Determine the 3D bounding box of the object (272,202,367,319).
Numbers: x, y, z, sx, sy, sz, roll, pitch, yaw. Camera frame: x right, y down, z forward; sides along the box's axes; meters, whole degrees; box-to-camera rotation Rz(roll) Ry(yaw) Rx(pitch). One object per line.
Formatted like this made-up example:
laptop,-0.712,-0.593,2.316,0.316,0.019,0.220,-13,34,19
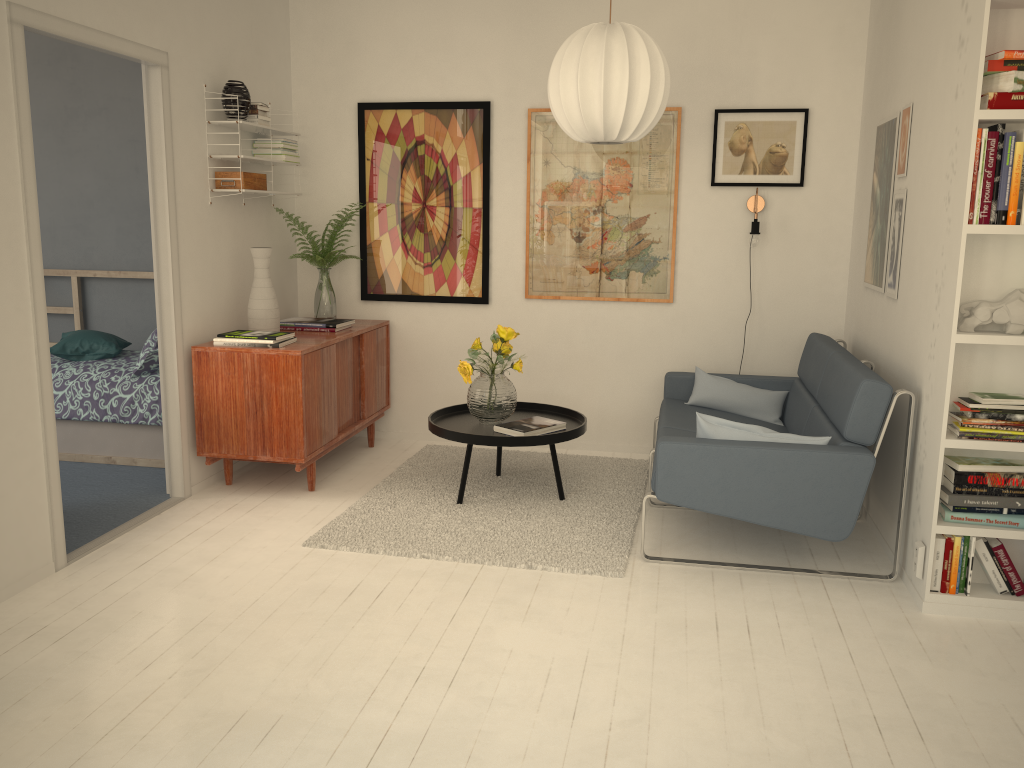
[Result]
object,-1.054,-0.696,5.072,0.476,0.685,0.398,3,11,12

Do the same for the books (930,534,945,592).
books,1.493,0.615,3.168,0.039,0.199,0.185,3,11,10

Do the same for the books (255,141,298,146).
books,-1.270,-1.297,4.788,0.153,0.013,0.198,3,11,13

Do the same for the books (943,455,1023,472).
books,1.669,0.272,3.089,0.297,0.024,0.162,1,11,2

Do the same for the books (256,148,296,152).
books,-1.275,-1.265,4.802,0.147,0.012,0.195,2,11,8

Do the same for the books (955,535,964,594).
books,1.566,0.612,3.159,0.012,0.206,0.194,3,11,10

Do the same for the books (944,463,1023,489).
books,1.662,0.311,3.082,0.285,0.047,0.185,3,11,10

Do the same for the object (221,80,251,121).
object,-1.338,-1.372,4.304,0.139,0.200,0.139,-7,13,-35

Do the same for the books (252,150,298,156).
books,-1.278,-1.246,4.789,0.168,0.021,0.198,3,11,13

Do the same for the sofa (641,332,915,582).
sofa,1.121,0.220,4.057,0.964,0.772,1.605,3,11,10

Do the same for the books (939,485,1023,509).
books,1.648,0.388,3.097,0.297,0.039,0.165,2,11,6

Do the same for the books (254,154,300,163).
books,-1.271,-1.219,4.801,0.179,0.037,0.190,3,11,10

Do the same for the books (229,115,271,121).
books,-1.319,-1.341,4.474,0.158,0.019,0.132,3,11,12

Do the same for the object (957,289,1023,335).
object,1.658,-0.244,2.951,0.311,0.150,0.137,4,11,18

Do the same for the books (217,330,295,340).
books,-1.221,-0.234,4.238,0.311,0.015,0.192,3,11,14

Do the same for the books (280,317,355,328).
books,-1.078,-0.335,4.839,0.368,0.020,0.255,3,11,13

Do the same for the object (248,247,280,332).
object,-1.262,-0.466,4.491,0.158,0.445,0.160,-8,13,-39

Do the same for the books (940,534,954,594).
books,1.525,0.613,3.158,0.026,0.206,0.187,3,11,10

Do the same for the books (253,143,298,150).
books,-1.274,-1.279,4.784,0.173,0.023,0.190,3,11,10

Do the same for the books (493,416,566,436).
books,0.086,0.202,4.167,0.200,0.031,0.289,11,15,44

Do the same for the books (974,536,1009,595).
books,1.667,0.620,3.130,0.135,0.200,0.134,3,11,10

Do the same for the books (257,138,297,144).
books,-1.264,-1.310,4.782,0.147,0.016,0.195,2,11,8

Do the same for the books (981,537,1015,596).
books,1.696,0.626,3.118,0.118,0.192,0.118,3,11,10

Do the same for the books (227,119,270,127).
books,-1.328,-1.317,4.478,0.159,0.028,0.147,2,11,7

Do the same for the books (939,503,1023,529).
books,1.666,0.451,3.120,0.297,0.038,0.204,4,11,15

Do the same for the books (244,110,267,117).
books,-1.330,-1.361,4.466,0.155,0.024,0.136,1,11,3

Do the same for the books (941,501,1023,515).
books,1.643,0.416,3.119,0.241,0.024,0.168,2,11,6

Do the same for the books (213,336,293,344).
books,-1.232,-0.220,4.243,0.296,0.015,0.240,3,11,10

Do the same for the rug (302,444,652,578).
rug,-0.040,0.546,4.300,1.304,0.012,1.663,3,11,12

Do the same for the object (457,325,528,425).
object,-0.103,-0.046,4.282,0.361,0.470,0.291,-8,14,-40

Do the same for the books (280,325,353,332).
books,-1.093,-0.314,4.839,0.371,0.022,0.259,3,11,10

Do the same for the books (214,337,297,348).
books,-1.223,-0.203,4.245,0.320,0.020,0.237,2,11,7

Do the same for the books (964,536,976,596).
books,1.596,0.612,3.139,0.010,0.215,0.194,3,11,10

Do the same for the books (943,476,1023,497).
books,1.644,0.353,3.091,0.247,0.039,0.143,2,11,7

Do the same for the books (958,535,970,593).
books,1.583,0.608,3.156,0.021,0.215,0.174,3,11,10

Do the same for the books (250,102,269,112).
books,-1.319,-1.389,4.453,0.178,0.036,0.145,1,11,4

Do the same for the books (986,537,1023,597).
books,1.729,0.630,3.119,0.131,0.188,0.136,3,11,10

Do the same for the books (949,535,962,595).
books,1.548,0.612,3.149,0.020,0.210,0.185,3,11,10
